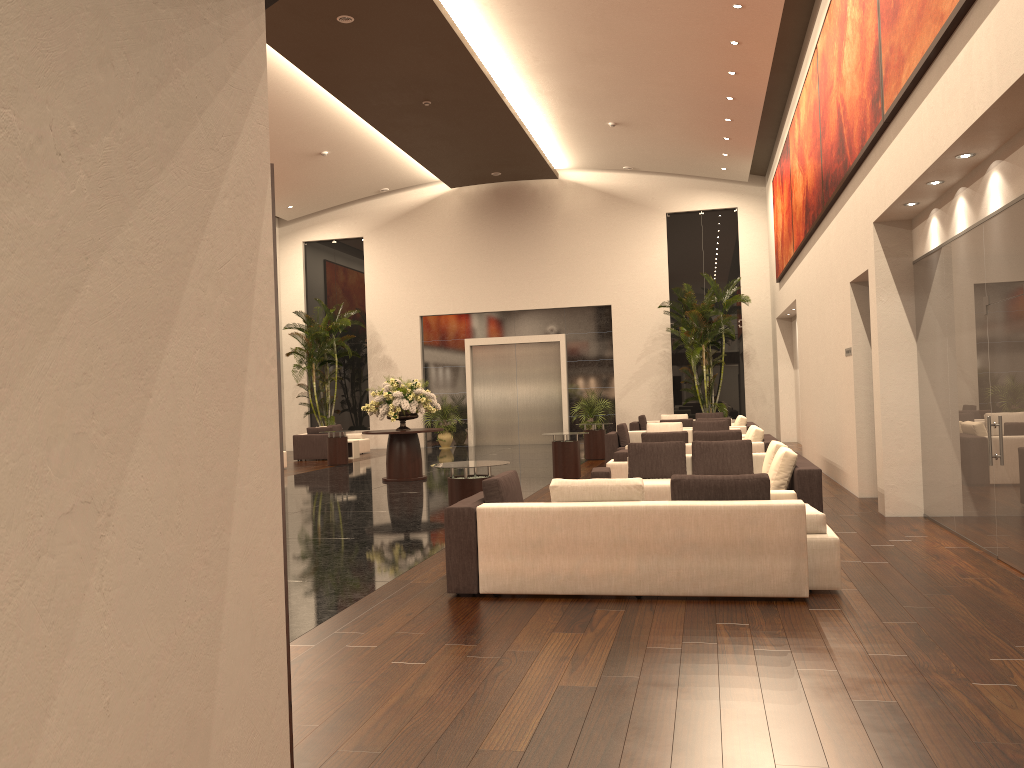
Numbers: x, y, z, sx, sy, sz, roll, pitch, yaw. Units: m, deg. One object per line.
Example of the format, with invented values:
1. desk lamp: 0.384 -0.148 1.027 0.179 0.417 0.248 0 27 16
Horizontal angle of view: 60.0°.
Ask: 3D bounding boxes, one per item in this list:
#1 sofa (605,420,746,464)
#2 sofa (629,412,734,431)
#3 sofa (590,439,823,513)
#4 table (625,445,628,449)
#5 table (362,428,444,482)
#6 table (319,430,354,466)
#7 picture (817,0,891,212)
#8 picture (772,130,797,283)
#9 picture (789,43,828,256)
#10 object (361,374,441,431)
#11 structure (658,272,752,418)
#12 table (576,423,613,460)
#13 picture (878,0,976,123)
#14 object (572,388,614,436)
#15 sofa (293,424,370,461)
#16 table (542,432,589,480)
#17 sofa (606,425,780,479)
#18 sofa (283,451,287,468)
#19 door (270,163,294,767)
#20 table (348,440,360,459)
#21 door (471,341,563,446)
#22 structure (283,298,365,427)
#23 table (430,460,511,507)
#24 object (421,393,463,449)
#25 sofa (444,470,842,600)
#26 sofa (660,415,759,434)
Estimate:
1. sofa: 3.269 1.165 17.274 2.846 0.862 1.291 -2 -1 12
2. sofa: 4.478 1.193 22.817 2.846 0.862 1.291 -2 -1 12
3. sofa: 1.870 1.114 9.424 2.586 0.862 3.366 -2 -1 12
4. table: 2.371 1.394 16.796 0.400 0.460 0.400 -2 -1 12
5. table: -2.014 1.320 16.523 1.498 0.921 1.498 -2 -1 3
6. table: -4.131 1.520 20.997 0.833 0.795 0.844 -2 -1 -27
7. picture: 4.130 -3.824 10.957 0.070 2.526 4.515 -2 -1 12
8. picture: 6.057 -3.780 19.789 0.070 2.526 4.515 -2 -1 12
9. picture: 5.093 -3.802 15.371 0.070 2.526 4.515 -2 -1 12
10. object: -2.026 0.311 16.528 1.453 1.097 1.402 -2 -1 -32
11. structure: 5.333 -0.696 24.164 2.436 4.611 2.531 -2 -1 -16
12. table: 1.840 1.281 19.695 0.833 0.795 0.844 -2 -1 -27
13. picture: 2.955 -3.851 5.572 0.070 2.526 6.485 -2 -1 12
14. object: 2.233 0.900 25.351 1.373 1.682 1.297 -1 -1 -40
15. sofa: -4.756 1.553 24.217 1.291 0.862 2.846 -2 -1 12
16. table: 0.946 1.259 15.466 0.833 0.795 0.844 -2 -1 -27
17. sofa: 2.994 1.141 14.655 2.586 0.862 3.366 -2 -1 12
18. sofa: -5.863 1.527 19.146 1.291 0.862 2.846 -2 -1 12
19. door: -0.951 0.451 3.142 0.104 2.232 0.990 -2 -1 -27
20. table: -4.274 1.725 23.308 0.400 0.460 0.400 -2 -1 12
21. door: 0.164 0.308 26.697 2.767 3.048 0.040 -2 -1 12
22. structure: -5.598 -0.258 26.693 2.436 4.611 2.531 -2 -1 -16
23. table: -0.417 1.228 9.221 0.844 0.795 0.833 -2 -1 -39
24. object: -1.986 1.069 26.324 1.373 1.682 1.297 -1 -1 -45
25. sofa: 1.014 1.113 6.939 2.846 0.862 1.291 -2 -1 12
26. sofa: 4.203 1.168 20.197 2.586 0.862 3.366 -2 -1 12
